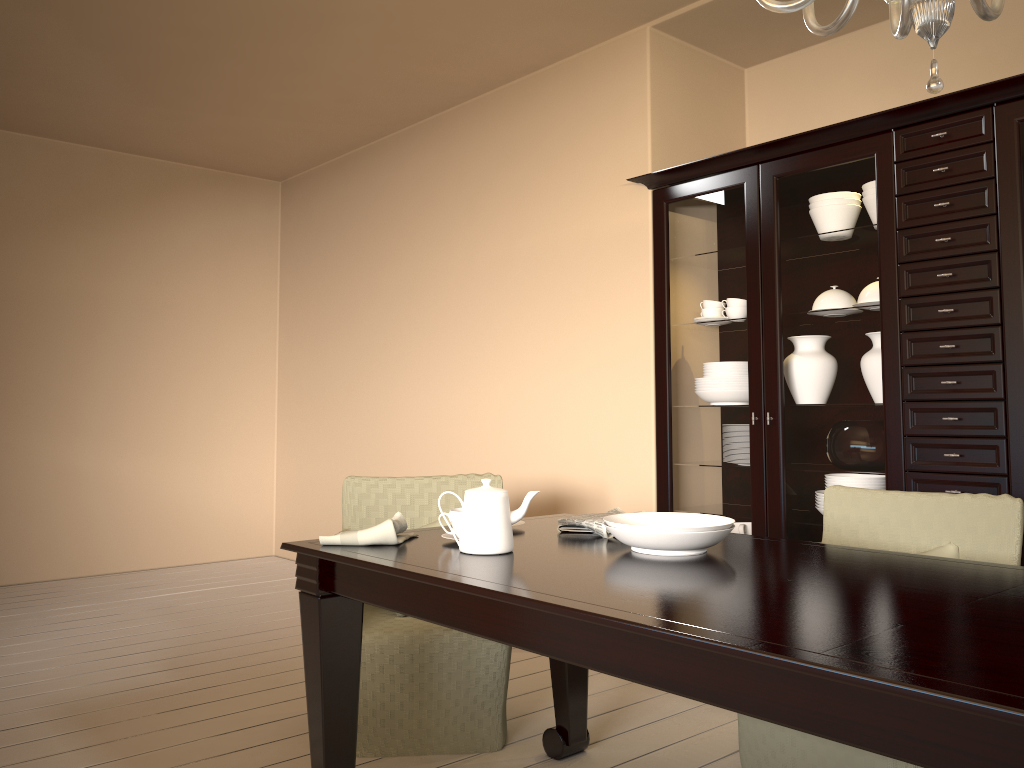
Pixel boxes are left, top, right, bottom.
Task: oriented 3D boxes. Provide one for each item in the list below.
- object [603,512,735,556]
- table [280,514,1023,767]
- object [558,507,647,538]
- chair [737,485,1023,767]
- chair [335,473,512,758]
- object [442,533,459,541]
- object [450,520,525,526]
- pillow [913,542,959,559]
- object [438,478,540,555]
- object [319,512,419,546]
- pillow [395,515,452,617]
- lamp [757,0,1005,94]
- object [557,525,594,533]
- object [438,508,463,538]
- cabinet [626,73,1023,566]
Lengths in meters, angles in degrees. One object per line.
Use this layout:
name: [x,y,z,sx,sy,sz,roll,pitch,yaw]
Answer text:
object: [0.340,0.327,1.923,0.281,0.066,0.281,-2,-3,43]
table: [0.466,0.674,1.576,0.917,0.655,1.988,2,-3,-41]
object: [0.254,0.350,2.237,0.233,0.051,0.164,2,-3,-41]
chair: [0.879,0.671,2.170,0.561,0.803,0.562,2,-4,-35]
chair: [-0.275,0.693,2.728,0.563,0.803,0.560,0,-4,-5]
object: [-0.088,0.360,2.069,0.154,0.012,0.153,0,-2,9]
object: [-0.063,0.367,2.306,0.194,0.014,0.194,-1,-2,25]
pillow: [0.972,0.542,2.232,0.192,0.295,0.439,3,-4,-42]
object: [-0.051,0.282,1.916,0.198,0.156,0.118,2,-4,-35]
object: [-0.339,0.335,2.075,0.197,0.063,0.204,-1,-2,11]
pillow: [-0.278,0.567,2.846,0.316,0.295,0.247,2,-4,-28]
lamp: [0.690,-1.037,1.489,0.675,1.131,0.699,1,-4,-23]
object: [0.242,0.365,2.270,0.232,0.027,0.164,-1,-2,14]
object: [-0.090,0.329,2.068,0.116,0.070,0.124,-3,-4,42]
cabinet: [1.625,0.049,2.952,0.887,1.845,2.485,3,-4,-41]
